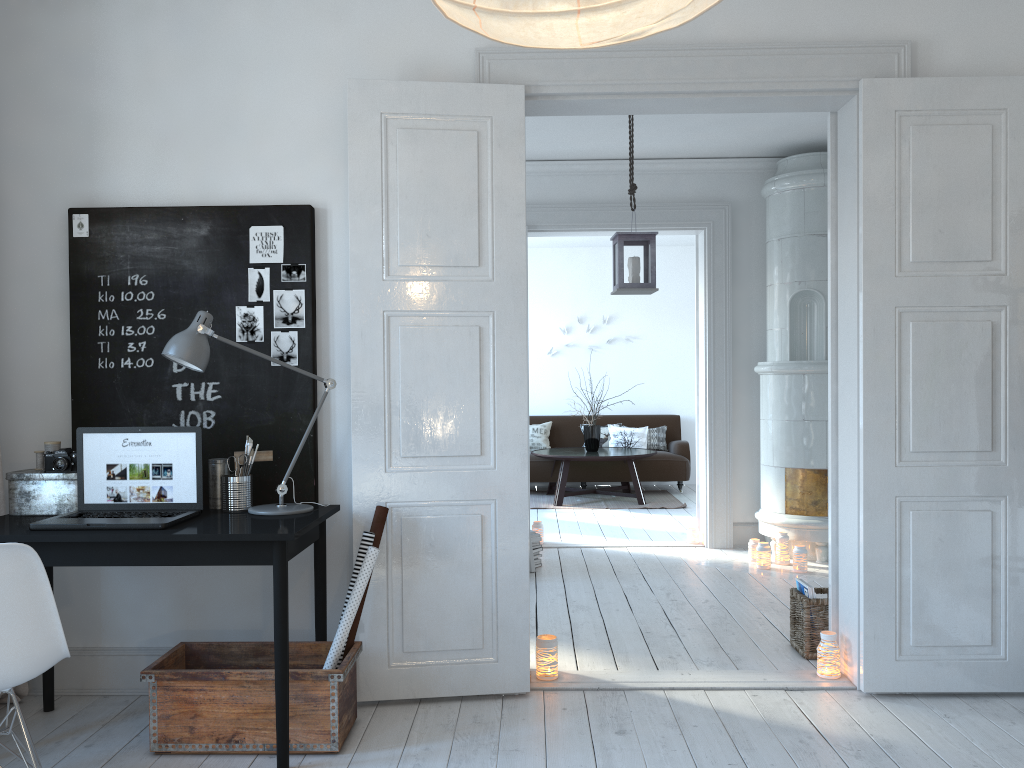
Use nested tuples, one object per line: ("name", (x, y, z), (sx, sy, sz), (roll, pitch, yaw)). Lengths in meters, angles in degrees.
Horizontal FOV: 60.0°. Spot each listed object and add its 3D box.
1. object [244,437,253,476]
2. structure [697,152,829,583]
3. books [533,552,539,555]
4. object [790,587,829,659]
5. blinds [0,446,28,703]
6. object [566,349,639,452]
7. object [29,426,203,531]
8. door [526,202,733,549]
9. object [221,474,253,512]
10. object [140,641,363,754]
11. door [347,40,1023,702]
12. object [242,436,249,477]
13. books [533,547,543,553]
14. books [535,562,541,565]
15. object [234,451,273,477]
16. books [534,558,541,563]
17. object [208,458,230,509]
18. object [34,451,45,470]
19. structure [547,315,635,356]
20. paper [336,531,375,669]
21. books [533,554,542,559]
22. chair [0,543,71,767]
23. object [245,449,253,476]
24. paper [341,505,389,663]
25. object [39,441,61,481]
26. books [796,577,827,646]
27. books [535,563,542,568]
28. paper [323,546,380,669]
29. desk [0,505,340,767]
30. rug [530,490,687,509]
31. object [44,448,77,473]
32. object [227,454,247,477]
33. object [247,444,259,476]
("object", (-0.977, 0.327, 3.247), (0.012, 0.264, 0.062), (0, 1, 43))
("structure", (1.932, -0.139, 6.011), (1.247, 2.828, 0.800), (-1, 1, -44))
("books", (0.077, 1.115, 5.877), (0.167, 0.022, 0.128), (-1, 0, 35))
("object", (1.407, 1.064, 3.960), (0.270, 0.265, 0.224), (-1, 1, 1))
("blinds", (-1.980, -0.097, 2.994), (0.225, 2.648, 0.831), (-1, 1, 1))
("object", (0.948, 0.166, 9.106), (0.845, 1.066, 0.525), (-1, 1, -28))
("object", (-1.313, 0.308, 2.965), (0.445, 0.315, 0.325), (-1, 1, 1))
("door", (0.762, -0.049, 6.580), (2.598, 2.506, 0.577), (-1, 1, 1))
("object", (-1.003, 0.398, 3.234), (0.108, 0.128, 0.108), (0, 1, 16))
("object", (-0.876, 1.077, 3.056), (0.664, 0.282, 0.339), (-1, 0, 1))
("door", (0.699, -0.047, 3.566), (2.598, 2.506, 0.577), (-1, 1, 1))
("object", (-0.982, 0.324, 3.247), (0.008, 0.267, 0.060), (0, 1, 18))
("books", (0.089, 1.092, 5.869), (0.193, 0.022, 0.128), (-1, 0, 34))
("books", (0.086, 1.180, 5.877), (0.177, 0.016, 0.128), (-1, 0, 42))
("object", (-0.956, 0.354, 3.286), (0.138, 0.209, 0.034), (-1, 1, -19))
("books", (0.085, 1.164, 5.875), (0.128, 0.016, 0.180), (-1, 0, -44))
("object", (-1.091, 0.374, 3.307), (0.079, 0.188, 0.079), (-1, 1, -20))
("object", (-1.743, 0.282, 3.273), (0.040, 0.069, 0.040), (-1, 1, -11))
("structure", (0.926, -0.568, 10.409), (1.025, 0.478, 0.085), (-1, 1, 1))
("paper", (-0.595, 0.866, 3.135), (0.266, 0.669, 0.043), (-1, 1, -44))
("books", (0.086, 1.135, 5.873), (0.187, 0.017, 0.132), (-1, 0, 38))
("chair", (-1.468, 0.811, 2.424), (0.474, 0.824, 0.554), (-1, 1, -34))
("object", (-0.975, 0.349, 3.238), (0.009, 0.222, 0.082), (0, 1, 31))
("paper", (-0.567, 0.823, 3.204), (0.297, 0.747, 0.048), (-1, 1, -44))
("object", (-1.689, 0.277, 3.206), (0.056, 0.130, 0.167), (-1, 0, 0))
("books", (1.394, 1.032, 3.960), (0.201, 0.300, 0.179), (-1, 1, 1))
("books", (0.090, 1.197, 5.879), (0.178, 0.016, 0.128), (-1, 0, 39))
("paper", (-0.595, 0.883, 3.076), (0.283, 0.627, 0.041), (-1, 1, -21))
("desk", (-1.235, 0.843, 3.059), (1.159, 0.759, 0.651), (-1, 1, 1))
("rug", (0.852, 1.173, 9.217), (1.710, 0.055, 1.456), (-1, 0, 2))
("object", (-1.596, 0.271, 3.137), (0.137, 0.087, 0.073), (-1, 1, 1))
("object", (-1.014, 0.358, 3.245), (0.081, 0.198, 0.050), (0, 1, 26))
("object", (-0.963, 0.339, 3.232), (0.084, 0.240, 0.009), (-1, 1, -22))
